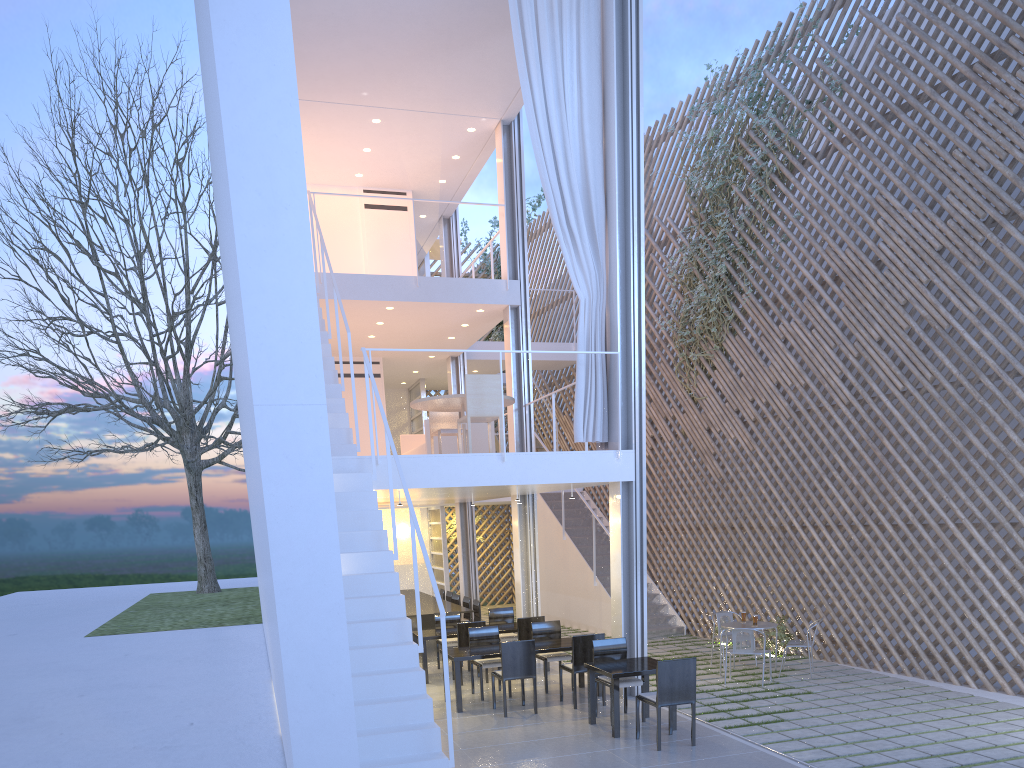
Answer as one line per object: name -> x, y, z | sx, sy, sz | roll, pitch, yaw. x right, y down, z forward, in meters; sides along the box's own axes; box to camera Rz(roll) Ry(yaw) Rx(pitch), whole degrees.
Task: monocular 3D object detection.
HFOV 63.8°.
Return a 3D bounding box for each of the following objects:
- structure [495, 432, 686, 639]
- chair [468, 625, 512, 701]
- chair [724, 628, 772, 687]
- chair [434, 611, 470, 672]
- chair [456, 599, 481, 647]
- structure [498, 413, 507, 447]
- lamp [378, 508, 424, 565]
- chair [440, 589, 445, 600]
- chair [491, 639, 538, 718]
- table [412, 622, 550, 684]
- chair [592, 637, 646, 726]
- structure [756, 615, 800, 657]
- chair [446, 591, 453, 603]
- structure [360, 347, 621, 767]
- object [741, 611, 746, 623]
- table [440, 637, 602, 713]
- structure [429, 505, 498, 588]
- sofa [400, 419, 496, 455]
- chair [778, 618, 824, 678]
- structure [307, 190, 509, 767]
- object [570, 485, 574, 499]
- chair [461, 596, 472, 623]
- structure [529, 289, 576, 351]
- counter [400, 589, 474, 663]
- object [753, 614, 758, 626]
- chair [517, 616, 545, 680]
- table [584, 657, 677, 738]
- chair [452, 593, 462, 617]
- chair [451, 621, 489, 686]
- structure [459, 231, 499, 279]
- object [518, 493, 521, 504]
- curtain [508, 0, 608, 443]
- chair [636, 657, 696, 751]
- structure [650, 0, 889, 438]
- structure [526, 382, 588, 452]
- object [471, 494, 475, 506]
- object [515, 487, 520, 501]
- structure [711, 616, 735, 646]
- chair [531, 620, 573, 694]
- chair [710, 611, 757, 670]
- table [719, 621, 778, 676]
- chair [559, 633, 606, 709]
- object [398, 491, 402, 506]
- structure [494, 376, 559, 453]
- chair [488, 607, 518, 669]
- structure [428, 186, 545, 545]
structure -> 0.535, 1.346, 7.608 | 1.167, 2.026, 1.929 | -6, 3, -24
chair -> -0.135, 1.701, 5.020 | 0.190, 0.455, 0.229 | -5, 8, -18
chair -> 1.433, 1.654, 5.023 | 0.262, 0.394, 0.237 | 0, 7, 27
chair -> -0.431, 1.865, 5.940 | 0.190, 0.455, 0.229 | -5, 8, -18
chair -> -0.389, 2.005, 6.804 | 0.238, 0.455, 0.181 | -5, 9, -15
structure -> -0.183, 0.607, 7.125 | 0.027, 0.563, 1.692 | -7, -5, -19
lamp -> -1.238, 1.349, 7.288 | 0.444, 0.429, 2.295 | -3, -8, -18
chair -> -0.782, 2.230, 8.073 | 0.238, 0.455, 0.181 | -5, 9, -15
chair -> 0.006, 1.623, 4.581 | 0.190, 0.455, 0.229 | -5, 8, -18
table -> -0.215, 1.873, 5.762 | 0.910, 0.342, 0.345 | -1, 1, -17
chair -> 0.557, 1.550, 4.288 | 0.190, 0.455, 0.229 | -5, 8, -18
structure -> 1.939, 1.825, 5.966 | 0.290, 0.334, 0.312 | -5, 3, -32
chair -> -0.683, 2.174, 7.756 | 0.237, 0.455, 0.182 | -5, 10, -20
structure -> 0.165, 0.627, 3.698 | 1.354, 1.853, 1.404 | -4, 5, -17
object -> 1.519, 1.528, 5.395 | 0.031, 0.080, 0.030 | 2, 11, 27
table -> 0.066, 1.717, 4.889 | 0.910, 0.342, 0.345 | -1, 1, -17
structure -> -0.570, 1.785, 10.111 | 1.134, 2.075, 0.276 | -5, 12, -16
sofa -> -0.501, 0.512, 6.188 | 0.496, 0.375, 0.978 | -2, -6, -18
chair -> 1.839, 1.668, 5.227 | 0.249, 0.394, 0.250 | 0, 6, 23
structure -> -0.257, 0.139, 4.204 | 1.714, 3.415, 3.593 | -5, 2, -18
object -> -0.713, 1.162, 5.456 | 1.660, 0.839, 1.832 | -1, -6, -20
chair -> -0.487, 2.061, 7.122 | 0.237, 0.455, 0.182 | -5, 9, -19
structure -> 0.073, -0.623, 7.939 | 1.133, 0.591, 0.026 | -1, 11, -16
counter -> -1.053, 2.172, 7.514 | 0.810, 0.380, 2.507 | -1, -9, -18
object -> 1.538, 1.495, 5.205 | 0.031, 0.080, 0.030 | 2, 11, 27
chair -> 0.101, 1.788, 5.617 | 0.190, 0.455, 0.229 | -5, 8, -18
table -> 0.598, 1.570, 4.139 | 0.357, 0.343, 0.345 | -3, 2, -17
chair -> -0.599, 2.118, 7.435 | 0.237, 0.455, 0.183 | -6, 10, -22
chair -> -0.290, 1.787, 5.502 | 0.190, 0.455, 0.229 | -5, 8, -18
structure -> -0.242, -0.795, 6.819 | 0.027, 0.563, 1.692 | -7, -5, -19
object -> 0.051, 0.795, 5.725 | 0.029, 0.082, 0.027 | -4, 10, -6
curtain -> 0.251, -0.903, 4.247 | 0.509, 2.514, 0.092 | -6, 13, -19
chair -> 0.709, 1.466, 3.818 | 0.190, 0.455, 0.229 | -5, 8, -18
structure -> 1.713, -1.026, 6.011 | 0.728, 2.817, 2.314 | -8, 6, -27
structure -> 0.373, 0.299, 5.399 | 0.027, 0.563, 1.690 | -7, -5, -19
object -> -0.269, 0.794, 5.630 | 0.029, 0.082, 0.027 | -4, 10, -6
object -> 0.030, 0.628, 4.701 | 0.029, 0.082, 0.027 | -4, 10, -6
structure -> 1.728, 1.968, 6.574 | 0.265, 0.269, 0.256 | -3, 2, -10
chair -> 0.256, 1.702, 5.135 | 0.190, 0.455, 0.229 | -5, 8, -18
chair -> 1.505, 1.752, 5.648 | 0.260, 0.394, 0.239 | -4, 7, -17
table -> 1.534, 1.721, 5.340 | 0.348, 0.345, 0.338 | -1, 2, 35
chair -> 0.397, 1.624, 4.697 | 0.190, 0.455, 0.229 | -5, 8, -18
object -> -0.616, 0.627, 4.510 | 0.029, 0.082, 0.027 | -4, 10, -6
structure -> -0.017, 0.235, 9.180 | 0.528, 1.954, 1.223 | -7, 7, -24
chair -> -0.040, 1.866, 6.056 | 0.190, 0.455, 0.229 | -5, 8, -18
structure -> -0.394, 0.217, 10.683 | 1.102, 4.685, 3.213 | -7, 6, -21
